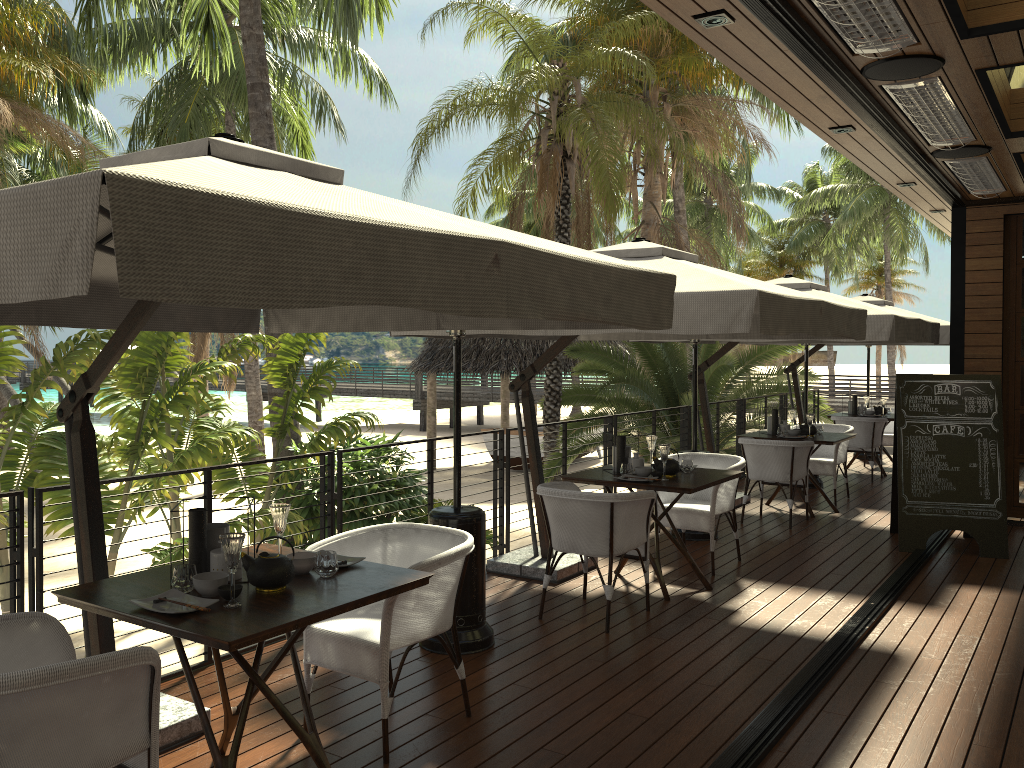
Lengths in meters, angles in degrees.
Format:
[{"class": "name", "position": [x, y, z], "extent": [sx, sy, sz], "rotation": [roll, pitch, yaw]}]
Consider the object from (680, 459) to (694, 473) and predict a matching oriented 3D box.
[{"class": "object", "position": [1.192, 0.558, 6.033], "extent": [0.086, 0.086, 0.086], "rotation": [1, 2, 38]}]

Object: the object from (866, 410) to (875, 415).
[{"class": "object", "position": [4.620, 0.378, 11.431], "extent": [0.116, 0.065, 0.116], "rotation": [2, 2, 38]}]

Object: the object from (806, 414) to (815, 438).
[{"class": "object", "position": [2.844, 0.399, 8.462], "extent": [0.082, 0.227, 0.082], "rotation": [1, 1, 35]}]

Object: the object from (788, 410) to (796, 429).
[{"class": "object", "position": [2.850, 0.378, 9.019], "extent": [0.082, 0.227, 0.082], "rotation": [1, 1, 35]}]

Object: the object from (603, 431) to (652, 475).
[{"class": "object", "position": [0.782, 0.468, 6.040], "extent": [0.263, 0.264, 0.263], "rotation": [0, 2, -11]}]

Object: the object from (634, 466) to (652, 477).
[{"class": "object", "position": [0.857, 0.577, 5.779], "extent": [0.116, 0.065, 0.116], "rotation": [1, 2, 32]}]

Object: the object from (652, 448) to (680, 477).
[{"class": "object", "position": [1.032, 0.517, 5.872], "extent": [0.163, 0.179, 0.168], "rotation": [1, 2, 36]}]

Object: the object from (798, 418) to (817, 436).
[{"class": "object", "position": [2.904, 0.417, 8.688], "extent": [0.168, 0.179, 0.163], "rotation": [1, 2, 32]}]

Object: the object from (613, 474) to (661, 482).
[{"class": "object", "position": [0.809, 0.603, 5.622], "extent": [0.295, 0.025, 0.170], "rotation": [2, 3, 34]}]

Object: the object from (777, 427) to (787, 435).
[{"class": "object", "position": [2.627, 0.465, 8.635], "extent": [0.086, 0.086, 0.086], "rotation": [1, 2, 38]}]

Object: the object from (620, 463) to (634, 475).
[{"class": "object", "position": [0.754, 0.564, 5.822], "extent": [0.086, 0.086, 0.086], "rotation": [1, 2, 38]}]

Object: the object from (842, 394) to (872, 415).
[{"class": "object", "position": [4.545, 0.269, 11.692], "extent": [0.263, 0.264, 0.263], "rotation": [0, 2, -11]}]

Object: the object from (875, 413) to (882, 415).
[{"class": "object", "position": [4.702, 0.391, 11.377], "extent": [0.080, 0.042, 0.080], "rotation": [0, 2, 2]}]

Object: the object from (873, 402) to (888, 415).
[{"class": "object", "position": [4.794, 0.317, 11.527], "extent": [0.168, 0.179, 0.163], "rotation": [1, 2, 32]}]

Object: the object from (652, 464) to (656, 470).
[{"class": "object", "position": [1.006, 0.576, 6.135], "extent": [0.080, 0.042, 0.080], "rotation": [0, 2, -5]}]

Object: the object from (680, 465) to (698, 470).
[{"class": "object", "position": [1.137, 0.581, 6.238], "extent": [0.295, 0.025, 0.170], "rotation": [2, 3, 34]}]

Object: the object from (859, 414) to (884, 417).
[{"class": "object", "position": [4.573, 0.403, 11.274], "extent": [0.295, 0.025, 0.170], "rotation": [2, 3, 34]}]

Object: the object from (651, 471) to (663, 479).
[{"class": "object", "position": [0.939, 0.591, 5.725], "extent": [0.080, 0.042, 0.080], "rotation": [0, 2, -5]}]

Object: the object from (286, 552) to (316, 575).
[{"class": "object", "position": [-0.777, 0.665, 3.276], "extent": [0.116, 0.065, 0.116], "rotation": [1, 2, 32]}]

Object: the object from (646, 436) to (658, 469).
[{"class": "object", "position": [0.977, 0.477, 6.206], "extent": [0.082, 0.227, 0.082], "rotation": [1, 1, 35]}]

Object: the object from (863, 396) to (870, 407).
[{"class": "object", "position": [4.741, 0.278, 11.858], "extent": [0.082, 0.227, 0.082], "rotation": [1, 1, 35]}]

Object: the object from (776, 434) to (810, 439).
[{"class": "object", "position": [2.682, 0.504, 8.435], "extent": [0.295, 0.025, 0.170], "rotation": [2, 3, 34]}]

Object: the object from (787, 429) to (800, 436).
[{"class": "object", "position": [2.729, 0.478, 8.592], "extent": [0.116, 0.065, 0.116], "rotation": [2, 2, 38]}]

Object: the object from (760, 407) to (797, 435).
[{"class": "object", "position": [2.655, 0.369, 8.853], "extent": [0.263, 0.264, 0.263], "rotation": [0, 2, -11]}]

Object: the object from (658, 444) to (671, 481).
[{"class": "object", "position": [0.971, 0.498, 5.649], "extent": [0.082, 0.227, 0.082], "rotation": [1, 1, 23]}]

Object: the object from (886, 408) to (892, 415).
[{"class": "object", "position": [4.955, 0.358, 11.685], "extent": [0.086, 0.086, 0.086], "rotation": [1, 2, 38]}]

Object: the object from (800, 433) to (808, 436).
[{"class": "object", "position": [2.812, 0.492, 8.538], "extent": [0.080, 0.042, 0.080], "rotation": [1, 2, 25]}]

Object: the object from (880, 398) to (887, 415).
[{"class": "object", "position": [4.734, 0.299, 11.301], "extent": [0.082, 0.227, 0.082], "rotation": [1, 1, 35]}]

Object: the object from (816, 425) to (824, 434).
[{"class": "object", "position": [3.064, 0.458, 8.846], "extent": [0.086, 0.086, 0.086], "rotation": [1, 2, 38]}]

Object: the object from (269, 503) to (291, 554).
[{"class": "object", "position": [-0.890, 0.576, 3.402], "extent": [0.082, 0.227, 0.082], "rotation": [1, 1, 35]}]

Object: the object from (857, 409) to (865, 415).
[{"class": "object", "position": [4.517, 0.365, 11.474], "extent": [0.086, 0.086, 0.086], "rotation": [1, 2, 38]}]
